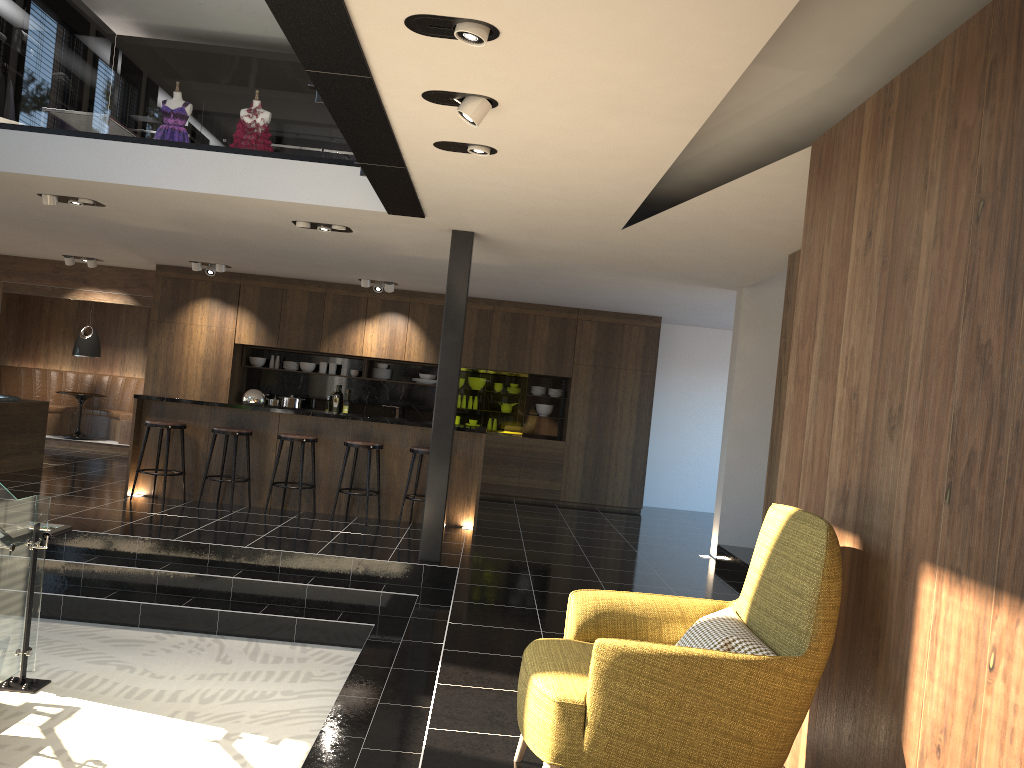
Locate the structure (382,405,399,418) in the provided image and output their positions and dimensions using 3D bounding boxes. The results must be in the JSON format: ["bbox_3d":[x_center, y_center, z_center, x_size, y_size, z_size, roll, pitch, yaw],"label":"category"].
[{"bbox_3d":[-1.699,0.427,12.339,0.242,0.231,0.173,6,0,-1],"label":"structure"}]

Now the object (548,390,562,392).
[{"bbox_3d":[0.625,0.116,12.680,0.220,0.033,0.220,6,-1,-18],"label":"object"}]

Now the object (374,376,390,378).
[{"bbox_3d":[-1.872,-0.093,12.705,0.268,0.024,0.269,5,-1,37],"label":"object"}]

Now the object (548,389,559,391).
[{"bbox_3d":[0.626,0.106,12.680,0.220,0.033,0.220,6,-1,-18],"label":"object"}]

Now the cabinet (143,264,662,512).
[{"bbox_3d":[-1.522,0.076,12.478,6.893,2.690,0.869,6,0,-1],"label":"cabinet"}]

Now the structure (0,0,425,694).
[{"bbox_3d":[-2.132,-0.263,3.056,3.447,4.868,7.280,6,-1,-2],"label":"structure"}]

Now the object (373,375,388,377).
[{"bbox_3d":[-1.871,-0.104,12.705,0.268,0.024,0.269,5,-1,37],"label":"object"}]

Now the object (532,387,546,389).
[{"bbox_3d":[0.374,0.067,12.675,0.220,0.033,0.220,6,-1,9],"label":"object"}]

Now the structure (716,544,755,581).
[{"bbox_3d":[3.214,0.297,5.452,1.964,3.017,6.662,6,-1,-1],"label":"structure"}]

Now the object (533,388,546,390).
[{"bbox_3d":[0.373,0.080,12.675,0.220,0.033,0.220,6,-1,9],"label":"object"}]

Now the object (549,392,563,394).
[{"bbox_3d":[0.622,0.139,12.680,0.220,0.033,0.220,6,-1,-18],"label":"object"}]

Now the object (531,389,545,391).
[{"bbox_3d":[0.371,0.100,12.675,0.220,0.033,0.220,6,-1,9],"label":"object"}]

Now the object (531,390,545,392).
[{"bbox_3d":[0.370,0.113,12.675,0.220,0.033,0.220,6,-1,9],"label":"object"}]

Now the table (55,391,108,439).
[{"bbox_3d":[-6.363,0.461,13.063,0.702,0.643,0.702,6,-1,-27],"label":"table"}]

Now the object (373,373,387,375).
[{"bbox_3d":[-1.868,-0.131,12.705,0.268,0.024,0.269,5,-1,37],"label":"object"}]

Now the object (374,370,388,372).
[{"bbox_3d":[-1.864,-0.175,12.705,0.268,0.024,0.269,5,-1,37],"label":"object"}]

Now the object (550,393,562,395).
[{"bbox_3d":[0.621,0.149,12.680,0.220,0.033,0.220,6,-1,-18],"label":"object"}]

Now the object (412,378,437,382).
[{"bbox_3d":[-1.206,-0.043,12.651,0.438,0.039,0.438,5,-1,35],"label":"object"}]

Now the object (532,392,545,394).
[{"bbox_3d":[0.367,0.135,12.675,0.220,0.033,0.220,6,-1,9],"label":"object"}]

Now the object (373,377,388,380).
[{"bbox_3d":[-1.874,-0.076,12.705,0.268,0.024,0.269,5,-1,37],"label":"object"}]

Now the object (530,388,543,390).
[{"bbox_3d":[0.372,0.090,12.675,0.220,0.033,0.220,6,-1,9],"label":"object"}]

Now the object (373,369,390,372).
[{"bbox_3d":[-1.862,-0.186,12.705,0.268,0.024,0.269,5,-1,37],"label":"object"}]

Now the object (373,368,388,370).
[{"bbox_3d":[-1.861,-0.202,12.705,0.268,0.024,0.269,5,-1,37],"label":"object"}]

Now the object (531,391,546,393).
[{"bbox_3d":[0.368,0.123,12.675,0.220,0.033,0.220,6,-1,9],"label":"object"}]

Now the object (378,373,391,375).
[{"bbox_3d":[-1.867,-0.139,12.705,0.268,0.024,0.269,5,-1,37],"label":"object"}]

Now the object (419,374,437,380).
[{"bbox_3d":[-1.203,-0.090,12.653,0.254,0.088,0.254,5,-1,24],"label":"object"}]

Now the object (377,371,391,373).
[{"bbox_3d":[-1.864,-0.166,12.705,0.268,0.024,0.269,5,-1,37],"label":"object"}]

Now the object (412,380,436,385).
[{"bbox_3d":[-1.209,-0.016,12.651,0.438,0.039,0.438,5,-1,35],"label":"object"}]

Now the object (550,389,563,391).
[{"bbox_3d":[0.627,0.093,12.680,0.220,0.033,0.220,6,-1,-18],"label":"object"}]

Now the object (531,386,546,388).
[{"bbox_3d":[0.375,0.055,12.675,0.220,0.033,0.220,6,-1,9],"label":"object"}]

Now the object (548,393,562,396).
[{"bbox_3d":[0.620,0.161,12.680,0.220,0.033,0.220,6,-1,-18],"label":"object"}]

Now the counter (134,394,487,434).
[{"bbox_3d":[-2.048,0.309,9.335,3.573,0.041,0.698,6,-1,-1],"label":"counter"}]

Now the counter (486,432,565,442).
[{"bbox_3d":[-1.568,0.560,12.483,4.591,0.005,0.862,6,-1,-1],"label":"counter"}]

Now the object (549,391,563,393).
[{"bbox_3d":[0.624,0.126,12.680,0.220,0.033,0.220,6,-1,-18],"label":"object"}]

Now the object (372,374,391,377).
[{"bbox_3d":[-1.870,-0.111,12.705,0.268,0.024,0.269,5,-1,37],"label":"object"}]

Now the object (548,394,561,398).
[{"bbox_3d":[0.619,0.174,12.680,0.220,0.033,0.220,6,-1,-18],"label":"object"}]

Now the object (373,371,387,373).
[{"bbox_3d":[-1.865,-0.159,12.705,0.268,0.024,0.269,5,-1,37],"label":"object"}]

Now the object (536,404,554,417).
[{"bbox_3d":[0.463,0.380,12.687,0.264,0.170,0.264,6,-1,-27],"label":"object"}]

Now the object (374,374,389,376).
[{"bbox_3d":[-1.869,-0.120,12.705,0.268,0.024,0.269,5,-1,37],"label":"object"}]

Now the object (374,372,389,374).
[{"bbox_3d":[-1.866,-0.148,12.705,0.268,0.024,0.269,5,-1,37],"label":"object"}]

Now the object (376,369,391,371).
[{"bbox_3d":[-1.862,-0.193,12.705,0.268,0.024,0.269,5,-1,37],"label":"object"}]

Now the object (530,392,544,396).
[{"bbox_3d":[0.366,0.148,12.675,0.220,0.033,0.220,6,-1,9],"label":"object"}]

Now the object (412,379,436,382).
[{"bbox_3d":[-1.207,-0.028,12.651,0.438,0.039,0.438,5,-1,35],"label":"object"}]

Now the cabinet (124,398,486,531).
[{"bbox_3d":[-2.099,0.825,9.334,3.564,0.994,0.698,6,0,-1],"label":"cabinet"}]
